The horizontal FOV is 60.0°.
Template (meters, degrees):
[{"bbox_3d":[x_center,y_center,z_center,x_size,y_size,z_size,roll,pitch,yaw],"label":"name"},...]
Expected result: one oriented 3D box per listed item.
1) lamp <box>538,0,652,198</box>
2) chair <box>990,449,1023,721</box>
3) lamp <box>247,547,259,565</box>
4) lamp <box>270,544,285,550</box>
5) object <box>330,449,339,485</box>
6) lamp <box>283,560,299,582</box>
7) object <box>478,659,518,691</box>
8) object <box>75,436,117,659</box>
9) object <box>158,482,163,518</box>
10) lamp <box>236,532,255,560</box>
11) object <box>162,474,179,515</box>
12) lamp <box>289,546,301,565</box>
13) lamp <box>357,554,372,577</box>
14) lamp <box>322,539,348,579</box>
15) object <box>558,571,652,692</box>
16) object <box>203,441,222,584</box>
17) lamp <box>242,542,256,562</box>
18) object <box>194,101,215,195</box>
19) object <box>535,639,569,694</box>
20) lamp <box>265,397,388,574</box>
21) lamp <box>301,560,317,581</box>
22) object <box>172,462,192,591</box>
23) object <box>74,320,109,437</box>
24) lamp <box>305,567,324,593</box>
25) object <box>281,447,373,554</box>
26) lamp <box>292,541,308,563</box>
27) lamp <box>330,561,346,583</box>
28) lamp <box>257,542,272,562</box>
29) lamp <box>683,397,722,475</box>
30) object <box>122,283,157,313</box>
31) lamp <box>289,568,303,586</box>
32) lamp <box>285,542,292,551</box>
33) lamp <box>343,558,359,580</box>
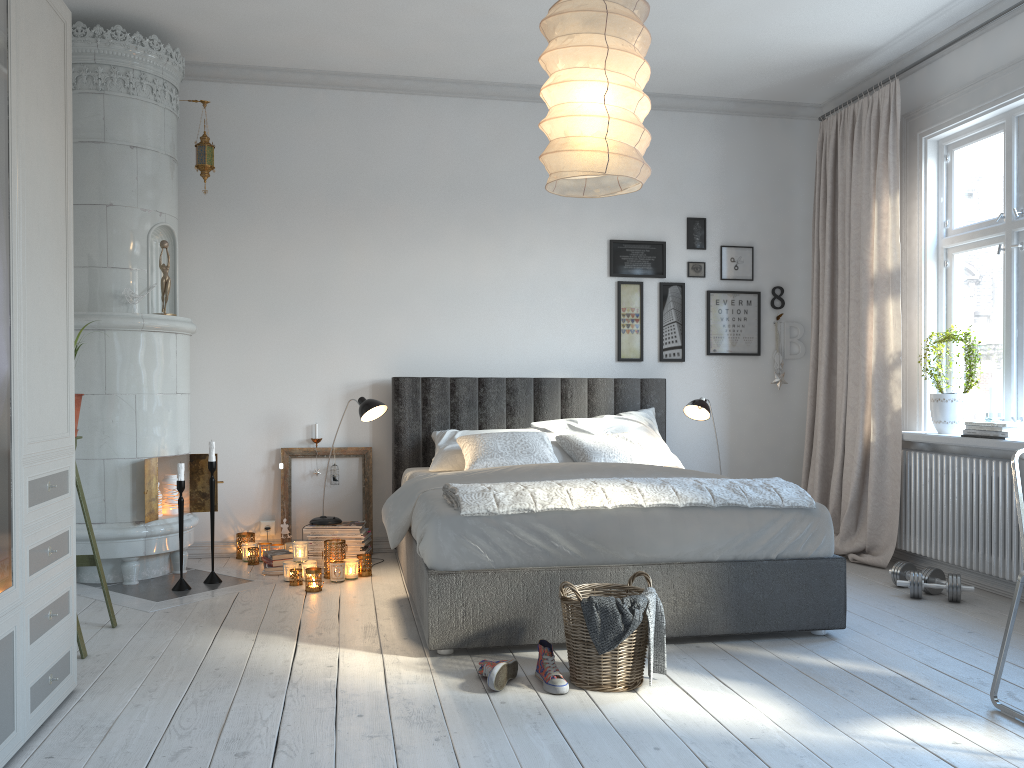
[{"bbox_3d":[0.256,-1.211,2.670,0.338,1.231,0.340,0,1,21],"label":"lamp"},{"bbox_3d":[1.788,0.588,2.525,0.562,0.797,0.524,0,0,-11],"label":"chair"},{"bbox_3d":[-1.445,0.971,4.925,0.063,0.091,0.073,0,0,22],"label":"lamp"},{"bbox_3d":[-1.325,0.967,4.987,0.080,0.098,0.080,0,0,-39],"label":"lamp"},{"bbox_3d":[-1.047,0.493,5.237,0.062,0.228,0.063,0,1,13],"label":"object"},{"bbox_3d":[-1.126,0.962,4.497,0.080,0.098,0.080,0,0,24],"label":"lamp"},{"bbox_3d":[-0.075,0.956,2.943,0.120,0.084,0.222,0,0,18],"label":"object"},{"bbox_3d":[-1.798,0.617,3.378,0.431,0.774,0.671,0,0,-11],"label":"object"},{"bbox_3d":[-1.846,0.611,4.549,0.093,0.180,0.093,0,0,-7],"label":"object"},{"bbox_3d":[-1.542,0.948,5.116,0.107,0.141,0.107,0,0,-38],"label":"lamp"},{"bbox_3d":[-1.793,0.597,4.650,0.098,0.210,0.098,0,0,-12],"label":"object"},{"bbox_3d":[-1.203,0.966,4.922,0.080,0.098,0.080,0,0,-39],"label":"lamp"},{"bbox_3d":[-0.778,0.958,4.641,0.080,0.107,0.080,0,0,-38],"label":"lamp"},{"bbox_3d":[-0.922,0.918,4.603,0.117,0.188,0.121,0,0,32],"label":"lamp"},{"bbox_3d":[0.311,0.822,2.972,0.319,0.351,0.319,0,0,21],"label":"object"},{"bbox_3d":[-1.509,0.652,4.455,0.091,0.718,0.091,0,1,-2],"label":"object"},{"bbox_3d":[-1.496,0.968,5.027,0.080,0.098,0.080,0,0,-39],"label":"lamp"},{"bbox_3d":[-1.665,-1.266,4.828,0.117,0.505,0.105,0,1,-37],"label":"object"},{"bbox_3d":[0.129,0.938,2.934,0.083,0.122,0.222,0,0,-11],"label":"object"},{"bbox_3d":[-1.062,0.548,4.901,0.825,0.936,0.450,0,0,7],"label":"lamp"},{"bbox_3d":[-1.037,0.962,4.508,0.080,0.098,0.080,0,0,24],"label":"lamp"},{"bbox_3d":[-1.606,0.699,4.295,0.091,0.622,0.091,0,1,-32],"label":"object"},{"bbox_3d":[-1.804,-0.018,3.585,0.333,0.499,0.300,0,0,-27],"label":"object"},{"bbox_3d":[-0.965,0.956,4.286,0.081,0.106,0.081,0,0,-34],"label":"lamp"},{"bbox_3d":[-1.092,0.702,5.222,0.528,0.630,0.082,0,1,-11],"label":"object"},{"bbox_3d":[-1.080,0.864,4.504,0.080,0.098,0.080,0,0,33],"label":"lamp"},{"bbox_3d":[-0.889,0.962,4.495,0.080,0.098,0.080,0,0,24],"label":"lamp"},{"bbox_3d":[-1.406,0.967,5.023,0.080,0.098,0.080,0,0,-39],"label":"lamp"},{"bbox_3d":[1.283,0.544,5.343,0.800,0.936,0.450,0,0,-28],"label":"lamp"},{"bbox_3d":[-1.844,-0.413,4.400,0.059,0.165,0.196,1,0,34],"label":"object"},{"bbox_3d":[-1.078,0.972,4.402,0.067,0.078,0.070,0,0,31],"label":"lamp"},{"bbox_3d":[-1.256,0.967,5.044,0.080,0.098,0.080,0,0,36],"label":"lamp"},{"bbox_3d":[-0.833,0.962,4.562,0.080,0.098,0.080,0,0,24],"label":"lamp"}]
